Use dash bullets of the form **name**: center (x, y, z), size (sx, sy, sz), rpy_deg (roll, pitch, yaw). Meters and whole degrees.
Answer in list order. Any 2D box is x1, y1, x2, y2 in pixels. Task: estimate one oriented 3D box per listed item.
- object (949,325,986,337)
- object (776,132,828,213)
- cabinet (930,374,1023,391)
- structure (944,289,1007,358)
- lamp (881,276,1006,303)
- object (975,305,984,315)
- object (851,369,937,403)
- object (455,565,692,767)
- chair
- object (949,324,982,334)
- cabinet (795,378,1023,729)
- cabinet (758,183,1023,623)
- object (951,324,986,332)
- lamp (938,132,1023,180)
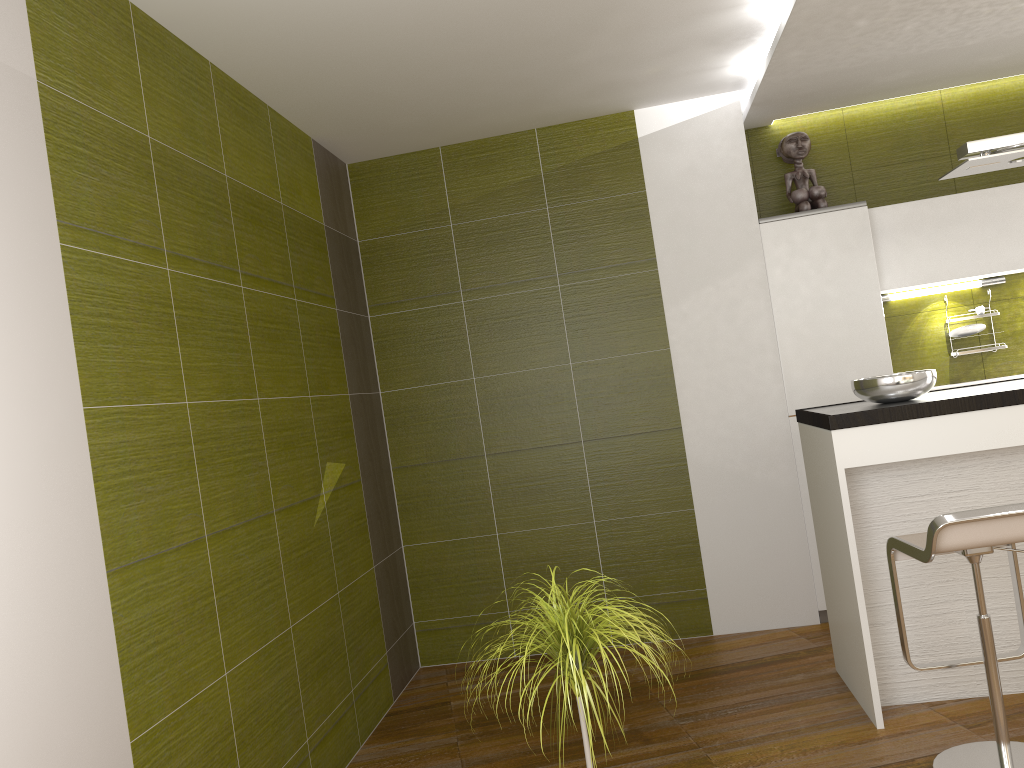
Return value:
- **object**: center (2.441, -0.282, 4.754), size (0.181, 0.052, 0.173), rpy_deg (-9, -1, 8)
- **object**: center (1.566, -1.135, 4.783), size (0.195, 0.488, 0.304), rpy_deg (-9, -1, 5)
- **cabinet**: center (3.479, 0.385, 4.474), size (2.940, 1.086, 0.465), rpy_deg (-9, -1, 8)
- **structure**: center (2.489, -0.329, 4.781), size (0.266, 0.346, 0.110), rpy_deg (-9, -1, 8)
- **lamp**: center (2.310, -0.509, 4.843), size (0.715, 0.041, 0.041), rpy_deg (-9, -1, 8)
- **object**: center (2.525, -0.396, 4.786), size (0.046, 0.053, 0.051), rpy_deg (-9, -1, 39)
- **object**: center (1.499, 0.017, 3.479), size (0.311, 0.105, 0.311), rpy_deg (-9, -1, 21)
- **object**: center (0.195, 0.931, 2.331), size (0.606, 0.904, 0.585), rpy_deg (-8, -1, -24)
- **chair**: center (1.462, 0.772, 2.716), size (0.418, 0.857, 0.460), rpy_deg (-9, -1, 3)
- **object**: center (2.441, -0.286, 4.755), size (0.181, 0.052, 0.173), rpy_deg (-9, -1, 8)
- **cabinet**: center (2.709, 0.456, 3.308), size (2.947, 1.134, 0.663), rpy_deg (-9, -1, 8)
- **cabinet**: center (3.161, -0.073, 4.639), size (3.471, 2.089, 0.724), rpy_deg (-9, -1, 8)
- **object**: center (2.441, -0.289, 4.755), size (0.181, 0.052, 0.173), rpy_deg (-9, -1, 8)
- **lamp**: center (2.487, -1.287, 3.343), size (1.677, 0.683, 0.326), rpy_deg (-9, -1, 8)
